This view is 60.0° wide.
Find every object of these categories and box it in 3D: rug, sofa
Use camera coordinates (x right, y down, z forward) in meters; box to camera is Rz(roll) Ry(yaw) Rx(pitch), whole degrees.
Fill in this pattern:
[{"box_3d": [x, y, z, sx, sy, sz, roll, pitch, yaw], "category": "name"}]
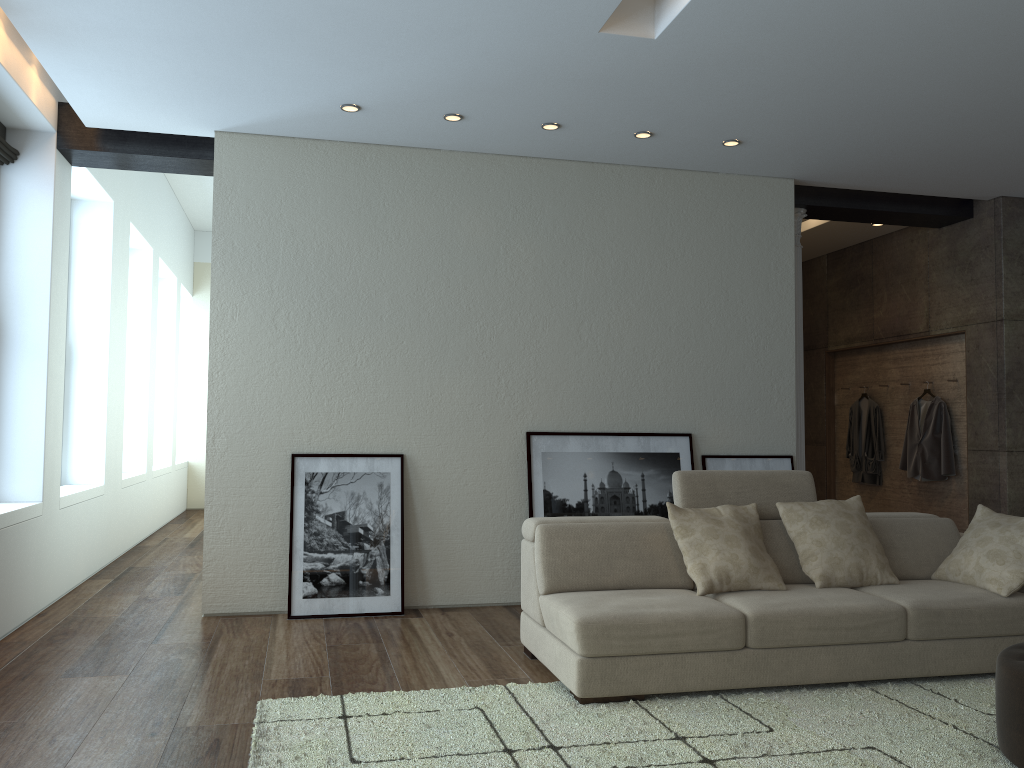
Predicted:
[{"box_3d": [1.357, 1.294, 2.716, 4.231, 0.020, 2.972, 1, -3, -13], "category": "rug"}, {"box_3d": [1.403, 0.919, 4.426, 2.581, 0.950, 1.021, 1, -3, -13], "category": "sofa"}]

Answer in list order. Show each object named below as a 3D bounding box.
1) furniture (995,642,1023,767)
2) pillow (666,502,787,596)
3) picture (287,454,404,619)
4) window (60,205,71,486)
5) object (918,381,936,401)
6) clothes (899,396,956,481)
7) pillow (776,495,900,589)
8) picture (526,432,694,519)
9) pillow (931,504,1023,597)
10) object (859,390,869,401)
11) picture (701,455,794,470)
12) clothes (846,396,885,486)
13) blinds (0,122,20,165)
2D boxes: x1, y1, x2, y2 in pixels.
[{"box_3d": [2.211, 1.128, 2.951, 1.057, 0.355, 1.057, 1, -3, -11], "category": "furniture"}, {"box_3d": [1.043, 0.793, 4.348, 0.519, 0.416, 0.368, 2, -3, -18], "category": "pillow"}, {"box_3d": [-1.022, 0.932, 5.511, 0.700, 0.988, 0.195, 1, -3, -13], "category": "picture"}, {"box_3d": [-3.468, -0.344, 6.503, 0.123, 2.400, 1.373, 1, -3, -13], "category": "window"}, {"box_3d": [3.604, 0.086, 7.698, 0.010, 0.219, 0.430, 1, -3, -13], "category": "object"}, {"box_3d": [3.584, 0.474, 7.684, 0.173, 0.735, 0.700, 1, -3, -15], "category": "clothes"}, {"box_3d": [1.648, 0.796, 4.505, 0.534, 0.439, 0.301, 1, -3, -17], "category": "pillow"}, {"box_3d": [0.689, 0.895, 5.905, 1.183, 1.140, 0.225, 1, -3, -13], "category": "picture"}, {"box_3d": [2.443, 0.822, 4.447, 0.395, 0.393, 0.518, 1, -3, -17], "category": "pillow"}, {"box_3d": [3.407, 0.131, 8.577, 0.010, 0.219, 0.430, 1, -3, -13], "category": "object"}, {"box_3d": [1.679, 0.992, 6.149, 0.700, 0.988, 0.195, 1, -3, -13], "category": "picture"}, {"box_3d": [3.386, 0.544, 8.558, 0.141, 0.855, 0.569, 1, -3, -13], "category": "clothes"}, {"box_3d": [-2.966, -1.502, 4.761, 0.156, 0.275, 1.563, 1, -3, -13], "category": "blinds"}]
